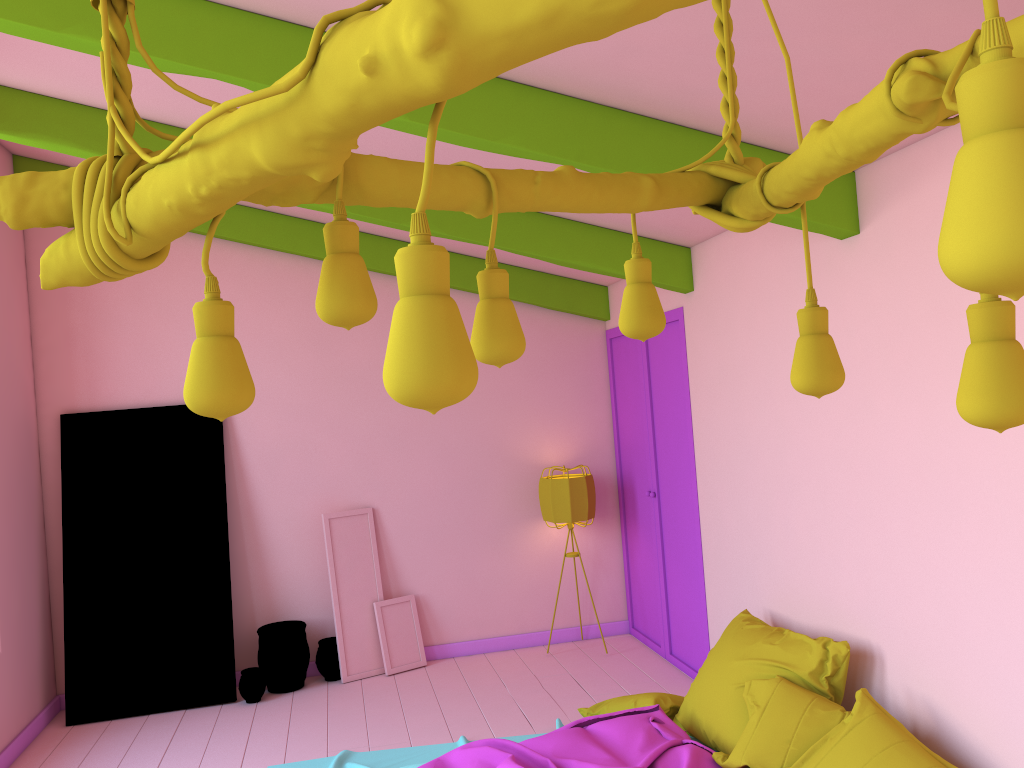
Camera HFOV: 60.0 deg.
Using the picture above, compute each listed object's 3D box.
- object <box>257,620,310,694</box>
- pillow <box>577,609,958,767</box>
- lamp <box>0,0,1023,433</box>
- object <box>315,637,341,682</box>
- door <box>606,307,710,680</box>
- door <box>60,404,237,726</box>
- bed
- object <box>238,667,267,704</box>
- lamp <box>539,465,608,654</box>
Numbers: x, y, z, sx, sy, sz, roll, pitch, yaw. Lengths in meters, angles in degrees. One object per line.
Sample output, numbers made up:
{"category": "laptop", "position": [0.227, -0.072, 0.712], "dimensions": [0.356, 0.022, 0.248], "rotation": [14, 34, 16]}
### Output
{"category": "object", "position": [-1.727, 2.066, 6.715], "dimensions": [0.386, 0.471, 0.386], "rotation": [-5, -1, 31]}
{"category": "pillow", "position": [1.227, 1.609, 4.219], "dimensions": [0.848, 0.822, 2.618], "rotation": [-4, -1, -22]}
{"category": "lamp", "position": [0.206, -1.035, 1.126], "dimensions": [1.610, 2.264, 1.776], "rotation": [-4, -1, -30]}
{"category": "object", "position": [-1.390, 2.130, 6.858], "dimensions": [0.260, 0.306, 0.260], "rotation": [-5, -1, 21]}
{"category": "door", "position": [1.076, 0.805, 6.712], "dimensions": [0.108, 2.590, 1.677], "rotation": [-4, -1, -12]}
{"category": "door", "position": [-2.690, 1.273, 6.551], "dimensions": [1.153, 2.210, 0.450], "rotation": [-4, -1, -12]}
{"category": "bed", "position": [0.228, 1.840, 3.745], "dimensions": [2.802, 0.514, 3.577], "rotation": [-4, -1, -12]}
{"category": "object", "position": [-1.889, 2.196, 6.454], "dimensions": [0.199, 0.234, 0.199], "rotation": [-4, -1, -44]}
{"category": "lamp", "position": [0.506, 1.389, 7.132], "dimensions": [0.491, 1.466, 0.476], "rotation": [-5, -1, 18]}
